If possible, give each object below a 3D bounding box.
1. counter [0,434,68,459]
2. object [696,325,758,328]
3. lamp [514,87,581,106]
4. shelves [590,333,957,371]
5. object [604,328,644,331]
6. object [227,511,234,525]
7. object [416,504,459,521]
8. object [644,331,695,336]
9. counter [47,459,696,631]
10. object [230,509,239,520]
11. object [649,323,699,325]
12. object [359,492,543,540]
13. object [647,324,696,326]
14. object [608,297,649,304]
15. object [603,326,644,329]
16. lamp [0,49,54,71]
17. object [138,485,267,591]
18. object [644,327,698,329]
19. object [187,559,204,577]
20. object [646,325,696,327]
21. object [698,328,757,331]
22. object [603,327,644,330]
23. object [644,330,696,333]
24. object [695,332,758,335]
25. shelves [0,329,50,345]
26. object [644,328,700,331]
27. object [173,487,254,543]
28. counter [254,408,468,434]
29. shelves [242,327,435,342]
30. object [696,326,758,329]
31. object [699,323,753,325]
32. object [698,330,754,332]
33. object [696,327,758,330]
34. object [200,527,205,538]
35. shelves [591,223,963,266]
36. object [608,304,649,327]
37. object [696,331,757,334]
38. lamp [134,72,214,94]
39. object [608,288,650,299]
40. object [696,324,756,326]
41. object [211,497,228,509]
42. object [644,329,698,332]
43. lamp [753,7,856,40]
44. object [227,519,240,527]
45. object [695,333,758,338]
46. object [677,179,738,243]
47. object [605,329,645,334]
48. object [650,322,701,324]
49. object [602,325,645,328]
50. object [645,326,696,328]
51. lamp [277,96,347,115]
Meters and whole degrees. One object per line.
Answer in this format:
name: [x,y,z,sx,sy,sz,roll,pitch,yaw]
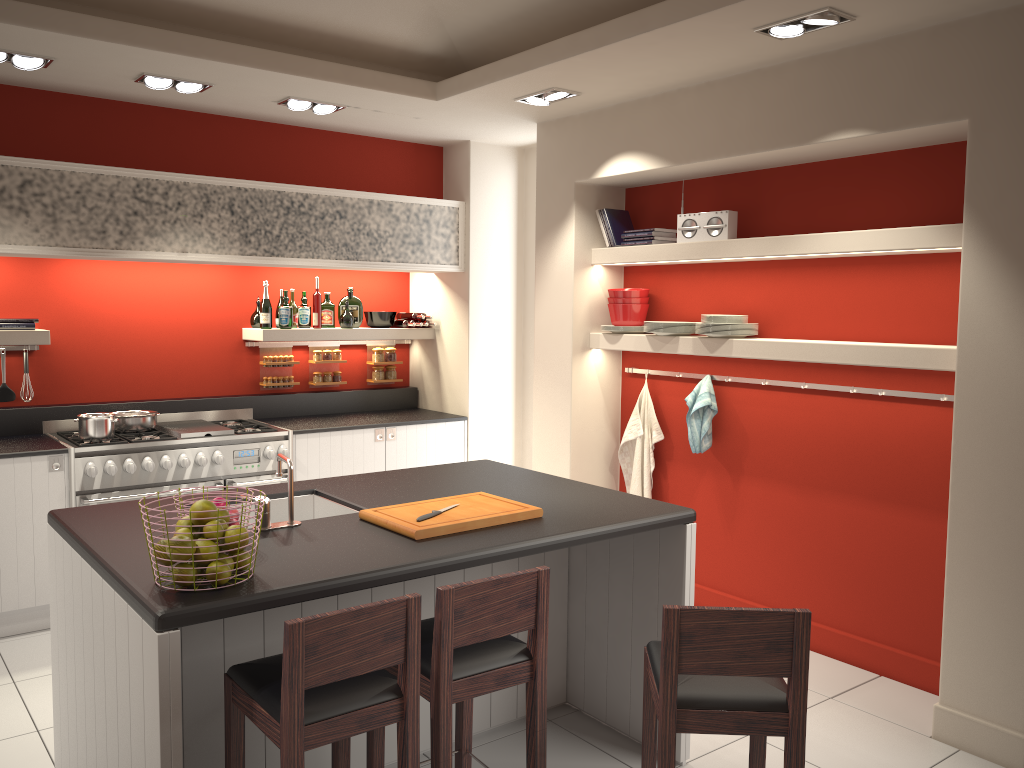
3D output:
counter: [-3.186,0.370,4.741,1.360,0.026,0.699,-3,6,-37]
object: [1.190,-0.314,4.918,0.339,0.020,0.339,-3,6,-35]
lamp: [0.199,-1.636,5.007,0.199,0.090,0.361,-3,6,-37]
shelves: [1.398,-0.197,4.837,0.437,0.100,2.395,-3,6,-37]
object: [0.726,-0.334,5.557,0.339,0.020,0.339,-3,6,-35]
object: [-0.908,0.423,2.811,0.048,0.046,0.048,1,5,8]
object: [-0.269,0.462,3.211,0.035,0.010,0.302,3,5,23]
object: [0.945,-0.296,5.217,0.339,0.020,0.339,-3,6,-38]
counter: [-0.513,0.506,3.413,2.054,0.050,1.416,-3,6,-37]
object: [-0.911,0.430,2.879,0.051,0.055,0.056,-1,5,-23]
object: [0.946,-0.348,5.213,0.339,0.020,0.339,-3,6,-38]
object: [-0.222,0.478,3.278,0.570,0.033,0.373,-3,6,-39]
object: [0.946,-0.341,5.213,0.339,0.020,0.339,-3,6,-38]
object: [0.726,-0.470,5.543,0.260,0.159,0.260,4,6,34]
object: [0.726,-0.347,5.556,0.339,0.020,0.339,-3,6,-35]
lamp: [-2.441,-1.603,4.304,0.361,0.109,0.199,-3,6,-37]
object: [-0.873,0.435,2.515,0.341,0.232,0.341,0,5,-5]
object: [0.945,-0.322,5.215,0.339,0.020,0.339,-3,6,-38]
object: [-0.902,0.523,2.518,0.055,0.054,0.053,-3,6,-34]
object: [0.945,-0.335,5.214,0.339,0.020,0.339,-3,6,-38]
object: [1.190,-0.294,4.920,0.339,0.020,0.339,-3,6,-35]
object: [0.726,-0.341,5.556,0.339,0.020,0.339,-3,6,-35]
object: [0.945,-0.303,5.216,0.339,0.020,0.339,-3,6,-38]
object: [1.190,-0.275,4.921,0.339,0.020,0.339,-3,6,-35]
shelves: [-3.367,-0.256,4.925,1.379,0.083,0.376,-3,6,-37]
object: [0.945,-0.316,5.215,0.339,0.020,0.339,-3,6,-38]
object: [-0.964,0.438,2.871,0.248,0.168,0.248,5,6,40]
counter: [-1.077,0.256,6.360,1.360,0.026,0.699,-3,6,-37]
shelves: [-1.249,-0.371,6.550,1.379,0.083,0.376,-3,6,-37]
object: [1.190,-0.307,4.919,0.339,0.020,0.339,-3,6,-35]
object: [1.191,-0.326,4.917,0.339,0.020,0.339,-3,6,-35]
object: [1.190,-0.288,4.920,0.339,0.020,0.339,-3,6,-35]
object: [1.190,-0.301,4.919,0.339,0.020,0.339,-3,6,-35]
object: [-0.906,0.445,2.616,0.067,0.064,0.066,-2,6,-33]
shelves: [1.404,-0.726,4.795,0.437,0.100,2.395,-3,6,-37]
object: [0.727,-0.426,5.549,0.260,0.146,0.260,-3,6,-34]
object: [1.190,-0.281,4.921,0.339,0.020,0.339,-3,6,-35]
lamp: [-1.822,-1.638,4.779,0.361,0.104,0.199,-3,6,-37]
object: [0.726,-0.519,5.534,0.260,0.161,0.260,2,5,19]
object: [1.191,-0.320,4.918,0.339,0.020,0.339,-3,6,-35]
object: [-0.945,0.394,2.859,0.056,0.058,0.056,1,5,7]
object: [0.945,-0.309,5.216,0.339,0.020,0.339,-3,6,-38]
lamp: [1.215,-1.515,3.691,0.199,0.085,0.361,-3,6,-37]
object: [-0.896,0.456,2.837,0.048,0.046,0.048,2,5,12]
object: [1.190,-0.268,4.922,0.339,0.020,0.339,-3,6,-35]
object: [1.093,-0.979,4.980,0.097,0.369,0.342,-4,6,-42]
object: [0.726,-0.328,5.557,0.339,0.020,0.339,-3,6,-35]
object: [0.946,-0.354,5.212,0.339,0.020,0.339,-3,6,-38]
object: [0.726,-0.354,5.555,0.339,0.020,0.339,-3,6,-35]
object: [0.945,-0.328,5.214,0.339,0.020,0.339,-3,6,-38]
lamp: [-1.187,-1.673,5.267,0.361,0.103,0.199,-3,6,-37]
